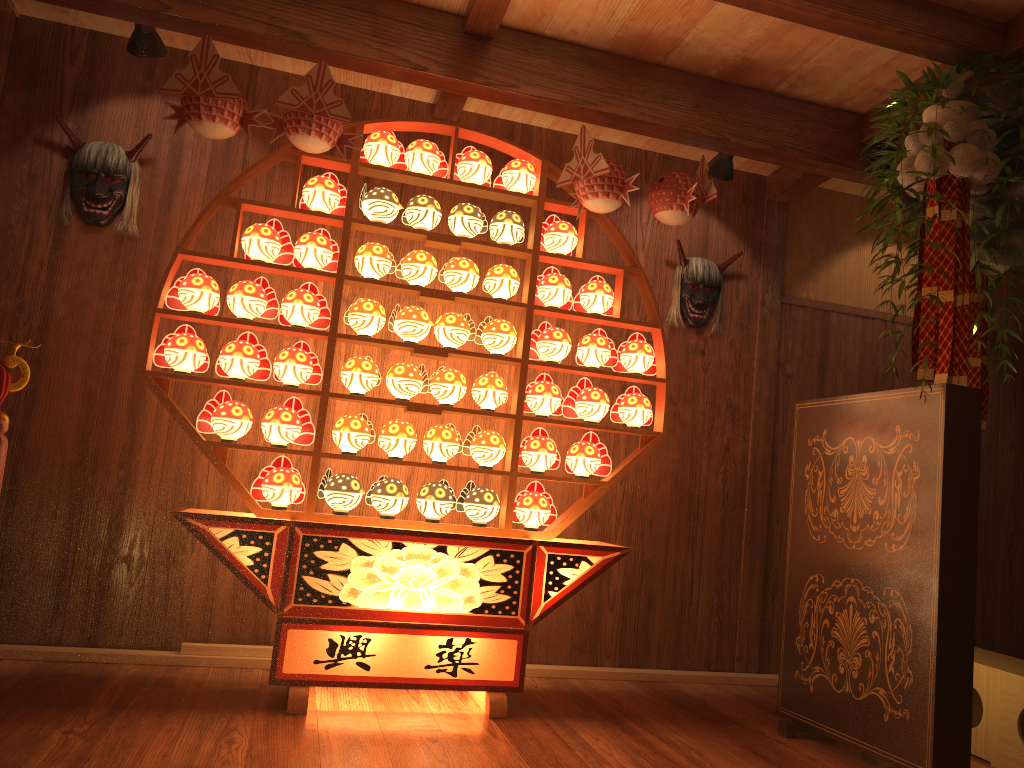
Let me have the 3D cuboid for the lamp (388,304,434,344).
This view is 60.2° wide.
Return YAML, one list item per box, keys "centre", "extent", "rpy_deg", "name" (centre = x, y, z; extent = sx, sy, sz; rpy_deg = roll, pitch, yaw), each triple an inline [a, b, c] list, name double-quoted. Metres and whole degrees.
- centre: [-0.373, -0.227, 3.390]
  extent: [0.154, 0.161, 0.141]
  rpy_deg: [4, -8, 15]
  name: "lamp"

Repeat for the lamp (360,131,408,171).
- centre: [-0.501, -0.925, 3.417]
  extent: [0.201, 0.200, 0.156]
  rpy_deg: [6, -8, -5]
  name: "lamp"

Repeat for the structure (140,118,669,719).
- centre: [-0.335, 0.066, 3.368]
  extent: [1.997, 2.197, 0.481]
  rpy_deg: [8, -8, -16]
  name: "structure"

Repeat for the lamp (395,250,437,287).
- centre: [-0.354, -0.445, 3.414]
  extent: [0.144, 0.161, 0.152]
  rpy_deg: [11, -9, -34]
  name: "lamp"

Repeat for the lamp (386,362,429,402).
- centre: [-0.416, -0.012, 3.357]
  extent: [0.162, 0.161, 0.134]
  rpy_deg: [12, -10, -39]
  name: "lamp"

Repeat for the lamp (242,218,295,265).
- centre: [-0.923, -0.539, 3.254]
  extent: [0.198, 0.200, 0.159]
  rpy_deg: [4, -8, 10]
  name: "lamp"

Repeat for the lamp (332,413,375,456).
- centre: [-0.599, 0.181, 3.277]
  extent: [0.137, 0.167, 0.159]
  rpy_deg: [4, -8, 16]
  name: "lamp"

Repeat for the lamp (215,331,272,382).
- centre: [-0.981, -0.106, 3.188]
  extent: [0.201, 0.200, 0.156]
  rpy_deg: [6, -8, -5]
  name: "lamp"

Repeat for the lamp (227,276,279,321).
- centre: [-0.967, -0.320, 3.218]
  extent: [0.178, 0.192, 0.159]
  rpy_deg: [4, -8, 15]
  name: "lamp"

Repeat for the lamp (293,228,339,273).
- centre: [-0.740, -0.513, 3.303]
  extent: [0.189, 0.195, 0.157]
  rpy_deg: [6, -7, 0]
  name: "lamp"

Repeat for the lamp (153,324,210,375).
- centre: [-1.155, -0.126, 3.138]
  extent: [0.195, 0.195, 0.152]
  rpy_deg: [10, -9, -29]
  name: "lamp"

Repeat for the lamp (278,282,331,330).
- centre: [-0.781, -0.300, 3.269]
  extent: [0.200, 0.200, 0.157]
  rpy_deg: [6, -7, 0]
  name: "lamp"

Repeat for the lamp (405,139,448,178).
- centre: [-0.355, -0.894, 3.463]
  extent: [0.167, 0.179, 0.159]
  rpy_deg: [4, -8, 16]
  name: "lamp"

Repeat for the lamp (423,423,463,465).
- centre: [-0.272, 0.224, 3.371]
  extent: [0.137, 0.167, 0.159]
  rpy_deg: [4, -8, 16]
  name: "lamp"

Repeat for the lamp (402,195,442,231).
- centre: [-0.342, -0.664, 3.439]
  extent: [0.143, 0.161, 0.153]
  rpy_deg: [9, -8, -24]
  name: "lamp"

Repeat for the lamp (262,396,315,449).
- centre: [-0.837, 0.133, 3.206]
  extent: [0.198, 0.200, 0.159]
  rpy_deg: [4, -8, 10]
  name: "lamp"

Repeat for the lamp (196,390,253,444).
- centre: [-0.996, 0.117, 3.167]
  extent: [0.152, 0.194, 0.192]
  rpy_deg: [0, -9, 35]
  name: "lamp"

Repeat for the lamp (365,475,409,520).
- centre: [-0.451, 0.422, 3.295]
  extent: [0.144, 0.161, 0.152]
  rpy_deg: [11, -9, -34]
  name: "lamp"

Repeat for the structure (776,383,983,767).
- centre: [1.255, 0.659, 3.094]
  extent: [0.276, 1.251, 0.783]
  rpy_deg: [8, -8, -17]
  name: "structure"

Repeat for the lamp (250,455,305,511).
- centre: [-0.826, 0.356, 3.190]
  extent: [0.200, 0.198, 0.153]
  rpy_deg: [9, -8, -25]
  name: "lamp"

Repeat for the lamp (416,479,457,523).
- centre: [-0.295, 0.440, 3.342]
  extent: [0.137, 0.167, 0.159]
  rpy_deg: [4, -8, 16]
  name: "lamp"

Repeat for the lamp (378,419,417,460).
- centre: [-0.428, 0.206, 3.322]
  extent: [0.142, 0.161, 0.154]
  rpy_deg: [8, -8, -14]
  name: "lamp"

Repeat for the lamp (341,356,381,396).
- centre: [-0.572, -0.036, 3.306]
  extent: [0.138, 0.167, 0.158]
  rpy_deg: [5, -7, 6]
  name: "lamp"

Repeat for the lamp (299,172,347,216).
- centre: [-0.717, -0.732, 3.333]
  extent: [0.200, 0.200, 0.157]
  rpy_deg: [6, -7, 0]
  name: "lamp"

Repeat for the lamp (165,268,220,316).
- centre: [-1.118, -0.337, 3.171]
  extent: [0.195, 0.187, 0.152]
  rpy_deg: [11, -9, -34]
  name: "lamp"

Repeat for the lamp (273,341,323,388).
- centre: [-0.802, -0.079, 3.240]
  extent: [0.183, 0.192, 0.157]
  rpy_deg: [6, -7, 0]
  name: "lamp"

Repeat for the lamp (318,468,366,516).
- centre: [-0.612, 0.399, 3.253]
  extent: [0.154, 0.167, 0.141]
  rpy_deg: [4, -8, 15]
  name: "lamp"

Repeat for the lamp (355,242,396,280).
- centre: [-0.532, -0.471, 3.365]
  extent: [0.137, 0.167, 0.159]
  rpy_deg: [4, -8, 16]
  name: "lamp"

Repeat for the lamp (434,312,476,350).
- centre: [-0.238, -0.211, 3.435]
  extent: [0.134, 0.167, 0.162]
  rpy_deg: [-1, -10, 40]
  name: "lamp"

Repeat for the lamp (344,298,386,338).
- centre: [-0.543, -0.253, 3.333]
  extent: [0.144, 0.167, 0.152]
  rpy_deg: [11, -9, -34]
  name: "lamp"

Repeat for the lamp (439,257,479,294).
- centre: [-0.193, -0.427, 3.461]
  extent: [0.144, 0.167, 0.152]
  rpy_deg: [11, -9, -34]
  name: "lamp"

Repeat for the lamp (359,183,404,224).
- centre: [-0.496, -0.686, 3.407]
  extent: [0.157, 0.167, 0.139]
  rpy_deg: [6, -7, 1]
  name: "lamp"

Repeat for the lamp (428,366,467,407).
- centre: [-0.241, 0.007, 3.400]
  extent: [0.143, 0.167, 0.152]
  rpy_deg: [10, -9, -29]
  name: "lamp"
